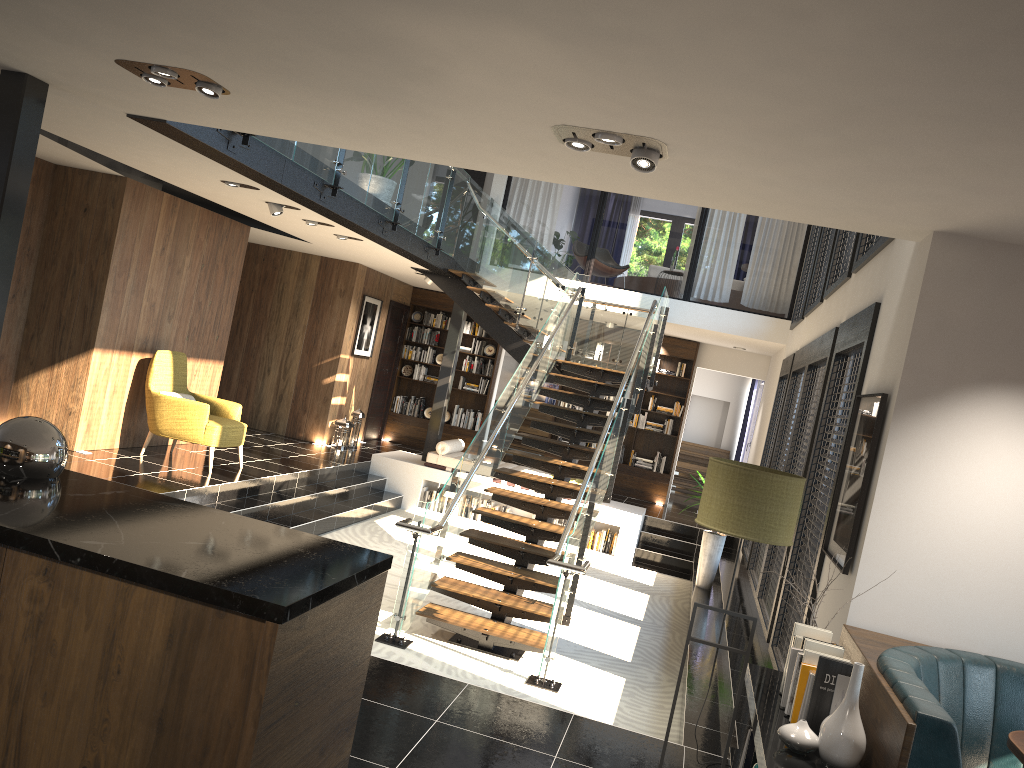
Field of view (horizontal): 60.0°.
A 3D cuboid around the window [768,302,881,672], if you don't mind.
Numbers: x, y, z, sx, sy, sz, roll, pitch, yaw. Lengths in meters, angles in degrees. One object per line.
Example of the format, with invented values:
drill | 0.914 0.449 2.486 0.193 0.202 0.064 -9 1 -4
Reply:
window | 2.186 0.786 5.847 0.358 2.476 1.393 12 2 12

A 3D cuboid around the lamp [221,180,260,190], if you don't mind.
lamp | -2.274 -1.727 7.455 0.346 0.158 0.195 12 1 12

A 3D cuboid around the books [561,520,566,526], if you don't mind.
books | 0.677 1.951 11.940 0.032 0.318 0.152 12 2 12

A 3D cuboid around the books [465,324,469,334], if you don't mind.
books | -0.746 -0.938 15.164 0.034 0.171 0.158 12 1 12

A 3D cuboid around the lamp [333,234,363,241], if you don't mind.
lamp | -1.785 -1.653 9.730 0.346 0.177 0.195 12 1 12

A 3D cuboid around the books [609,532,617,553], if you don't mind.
books | 1.348 2.109 11.799 0.043 0.287 0.147 12 2 13

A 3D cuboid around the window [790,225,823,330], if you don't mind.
window | 3.778 -1.876 10.431 0.358 2.476 1.393 12 2 12

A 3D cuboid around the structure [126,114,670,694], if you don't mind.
structure | -0.460 -0.072 8.730 3.445 4.870 7.281 12 1 11

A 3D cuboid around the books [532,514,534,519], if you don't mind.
books | 0.281 1.894 12.049 0.026 0.263 0.156 12 2 12

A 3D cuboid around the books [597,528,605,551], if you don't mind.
books | 1.193 2.078 11.830 0.039 0.284 0.200 12 2 12

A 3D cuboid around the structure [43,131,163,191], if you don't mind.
structure | -6.119 -1.261 7.637 1.963 3.019 6.664 12 1 12

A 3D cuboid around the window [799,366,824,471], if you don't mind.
window | 2.914 0.887 8.894 0.005 2.298 1.313 12 2 12

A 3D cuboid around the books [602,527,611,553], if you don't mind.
books | 1.262 2.070 11.810 0.042 0.328 0.205 12 2 12

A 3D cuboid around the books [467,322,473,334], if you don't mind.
books | -0.711 -0.951 15.152 0.034 0.211 0.206 12 1 12

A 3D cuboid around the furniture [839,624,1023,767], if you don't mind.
furniture | 2.602 1.755 3.292 2.608 0.822 1.365 12 1 12

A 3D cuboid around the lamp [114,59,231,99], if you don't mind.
lamp | -1.626 -1.537 4.287 0.501 0.195 0.349 12 1 12

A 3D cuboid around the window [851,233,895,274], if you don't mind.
window | 2.771 -2.008 5.761 0.358 2.476 1.393 12 2 12

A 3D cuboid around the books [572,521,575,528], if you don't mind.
books | 0.798 1.988 11.927 0.066 0.294 0.142 12 2 12

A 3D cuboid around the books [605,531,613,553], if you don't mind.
books | 1.288 2.104 11.793 0.030 0.273 0.185 12 2 12

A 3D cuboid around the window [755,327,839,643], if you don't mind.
window | 2.532 0.832 7.455 0.358 2.476 1.499 12 2 12

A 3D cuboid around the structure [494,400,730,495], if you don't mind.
structure | 1.216 1.152 18.244 6.272 0.982 0.886 12 1 12

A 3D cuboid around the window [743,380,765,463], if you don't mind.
window | 4.319 1.068 15.870 0.184 2.477 2.982 12 1 12

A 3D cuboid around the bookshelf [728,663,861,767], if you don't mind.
bookshelf | 1.124 1.612 3.629 0.356 0.500 1.304 12 1 12

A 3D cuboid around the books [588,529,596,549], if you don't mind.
books | 1.065 2.069 11.824 0.025 0.249 0.208 12 1 12

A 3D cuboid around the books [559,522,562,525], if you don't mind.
books | 0.640 1.987 11.952 0.028 0.231 0.158 12 2 12

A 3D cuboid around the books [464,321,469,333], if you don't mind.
books | -0.770 -0.962 15.173 0.027 0.207 0.203 12 1 12

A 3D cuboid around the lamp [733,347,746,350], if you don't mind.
lamp | 3.558 -0.611 13.817 0.195 0.158 0.346 12 1 12

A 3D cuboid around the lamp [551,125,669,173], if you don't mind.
lamp | 0.434 -1.079 3.836 0.501 0.231 0.349 12 1 12

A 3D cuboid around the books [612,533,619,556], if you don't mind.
books | 1.376 2.128 11.754 0.037 0.264 0.272 12 1 12

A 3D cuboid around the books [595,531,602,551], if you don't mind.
books | 1.155 2.089 11.811 0.021 0.248 0.198 12 1 12

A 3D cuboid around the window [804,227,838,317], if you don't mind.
window | 3.442 -1.920 8.871 0.358 2.476 1.393 12 2 12

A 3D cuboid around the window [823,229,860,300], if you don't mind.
window | 3.105 -1.964 7.311 0.358 2.476 1.393 12 2 12

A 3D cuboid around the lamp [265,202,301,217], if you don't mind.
lamp | -2.120 -1.662 8.215 0.346 0.247 0.195 12 1 12

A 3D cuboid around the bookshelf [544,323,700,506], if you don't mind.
bookshelf | 1.764 0.439 14.587 2.089 2.683 0.273 12 2 12

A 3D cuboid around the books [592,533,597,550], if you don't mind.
books | 1.114 2.096 11.847 0.022 0.216 0.137 12 2 12

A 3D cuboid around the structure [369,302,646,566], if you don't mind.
structure | 0.189 0.416 12.459 3.779 3.246 1.149 12 2 12

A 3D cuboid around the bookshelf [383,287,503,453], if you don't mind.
bookshelf | -1.128 -0.178 15.220 1.702 2.683 0.273 12 2 12

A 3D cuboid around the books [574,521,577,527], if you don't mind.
books | 0.842 1.989 11.903 0.027 0.312 0.189 12 2 12

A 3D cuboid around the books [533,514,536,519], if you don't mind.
books | 0.302 1.894 12.017 0.030 0.273 0.168 12 2 12

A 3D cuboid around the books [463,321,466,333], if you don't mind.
books | -0.795 -0.971 15.162 0.019 0.216 0.214 12 1 12

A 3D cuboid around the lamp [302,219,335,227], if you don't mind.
lamp | -1.949 -1.675 8.971 0.346 0.177 0.195 12 1 12

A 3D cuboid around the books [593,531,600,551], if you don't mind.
books | 1.132 2.085 11.810 0.024 0.246 0.212 12 1 12

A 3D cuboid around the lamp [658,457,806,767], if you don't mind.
lamp | 1.010 1.092 4.069 0.436 1.445 0.638 13 2 38

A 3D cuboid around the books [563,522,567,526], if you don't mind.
books | 0.699 1.989 11.918 0.036 0.253 0.178 12 2 12

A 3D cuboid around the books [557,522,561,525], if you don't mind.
books | 0.617 1.985 11.975 0.026 0.226 0.132 12 2 12

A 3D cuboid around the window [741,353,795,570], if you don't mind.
window | 3.192 0.921 10.516 0.358 2.476 1.393 12 2 12

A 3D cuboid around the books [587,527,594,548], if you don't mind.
books | 1.050 2.047 11.851 0.025 0.285 0.164 12 2 12

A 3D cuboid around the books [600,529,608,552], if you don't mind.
books | 1.221 2.084 11.805 0.028 0.285 0.210 12 1 12

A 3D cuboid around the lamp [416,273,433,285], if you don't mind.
lamp | -1.202 -1.533 12.464 0.346 0.263 0.195 12 1 12

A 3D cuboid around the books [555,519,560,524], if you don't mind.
books | 0.600 1.930 11.972 0.029 0.326 0.153 12 2 12

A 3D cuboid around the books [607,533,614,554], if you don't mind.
books | 1.313 2.118 11.800 0.019 0.255 0.180 12 2 12

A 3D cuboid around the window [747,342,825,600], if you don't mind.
window | 2.848 0.873 8.917 0.358 2.476 1.499 12 2 12

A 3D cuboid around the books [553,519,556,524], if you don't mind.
books | 0.563 1.951 11.959 0.027 0.270 0.188 12 2 12

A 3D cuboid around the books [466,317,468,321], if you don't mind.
books | -0.814 -1.005 15.114 0.011 0.276 0.288 12 1 12
